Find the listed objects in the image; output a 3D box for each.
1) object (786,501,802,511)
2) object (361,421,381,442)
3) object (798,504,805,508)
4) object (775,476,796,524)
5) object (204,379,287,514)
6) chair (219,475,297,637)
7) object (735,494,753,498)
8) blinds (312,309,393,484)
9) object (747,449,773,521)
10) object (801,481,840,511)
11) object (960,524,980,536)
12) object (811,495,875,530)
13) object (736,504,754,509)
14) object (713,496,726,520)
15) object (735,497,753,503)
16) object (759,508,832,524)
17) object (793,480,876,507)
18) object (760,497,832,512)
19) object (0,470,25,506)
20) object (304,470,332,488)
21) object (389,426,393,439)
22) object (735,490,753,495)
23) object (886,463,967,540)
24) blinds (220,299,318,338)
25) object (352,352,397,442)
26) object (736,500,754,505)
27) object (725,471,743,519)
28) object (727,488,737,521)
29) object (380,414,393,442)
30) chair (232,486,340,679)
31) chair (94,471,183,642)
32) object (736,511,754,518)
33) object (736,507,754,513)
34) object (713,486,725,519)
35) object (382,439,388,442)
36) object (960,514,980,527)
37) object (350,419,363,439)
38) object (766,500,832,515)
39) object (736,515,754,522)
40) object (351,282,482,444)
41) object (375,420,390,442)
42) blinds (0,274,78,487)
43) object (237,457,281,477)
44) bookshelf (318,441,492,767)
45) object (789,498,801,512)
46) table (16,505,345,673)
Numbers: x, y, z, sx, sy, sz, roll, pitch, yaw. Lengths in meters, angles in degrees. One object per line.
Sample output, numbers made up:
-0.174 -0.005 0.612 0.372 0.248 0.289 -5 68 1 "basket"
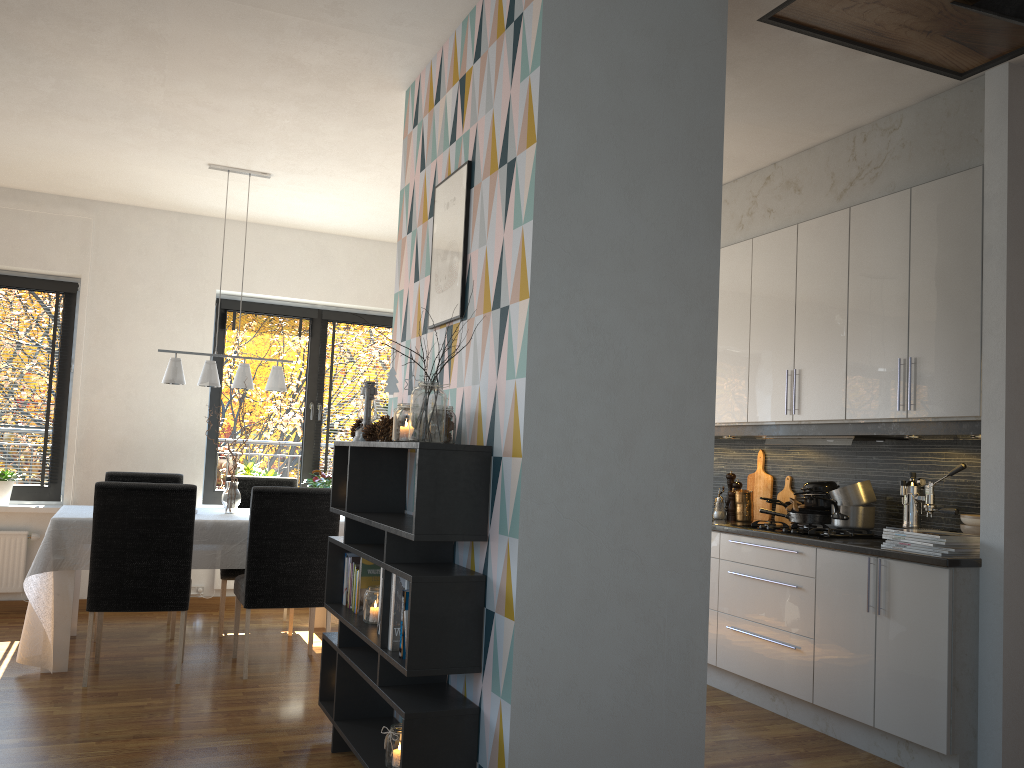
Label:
1.452 0.633 4.614 0.064 0.044 0.335 0 -5 28 "object"
-0.532 0.184 3.380 0.082 0.084 0.082 3 -4 -9 "object"
1.504 0.639 4.612 0.065 0.021 0.336 1 -5 25 "object"
1.557 0.657 5.031 0.043 0.273 0.146 4 -4 -23 "object"
-1.606 0.367 5.183 0.615 0.784 0.403 -1 -5 41 "object"
-1.617 1.080 5.674 0.462 0.959 0.545 4 -4 -18 "chair"
1.317 0.646 5.036 0.100 0.036 0.100 2 -5 5 "object"
-1.177 0.158 6.958 0.711 1.421 0.049 4 -4 -23 "blinds"
1.470 0.597 5.260 0.029 0.419 0.219 4 -4 -23 "object"
1.603 0.580 4.605 0.190 0.159 0.197 1 -5 23 "object"
1.999 0.616 3.700 0.230 0.042 0.231 1 -5 21 "object"
1.620 0.623 4.297 0.348 0.154 0.200 7 -6 -44 "object"
1.320 0.702 5.031 0.100 0.043 0.099 6 -6 -36 "object"
1.194 0.712 5.097 0.069 0.135 0.069 -1 -5 41 "object"
1.317 0.662 5.034 0.100 0.036 0.100 5 -5 -30 "object"
1.513 0.695 4.676 0.351 0.061 0.232 -1 -6 40 "object"
1.613 0.553 4.403 0.371 0.168 0.203 -1 -6 39 "object"
1.512 0.643 4.639 0.356 0.080 0.246 4 -5 -21 "object"
-3.370 0.678 5.840 0.267 0.237 0.283 7 -6 -41 "object"
-1.395 0.799 6.626 0.371 0.308 0.380 -1 -6 41 "object"
-0.398 0.174 3.203 0.091 0.086 0.106 3 -4 -9 "object"
1.318 0.625 5.035 0.100 0.047 0.100 5 -5 -28 "object"
1.864 0.533 3.950 0.206 0.369 0.353 4 -5 -23 "object"
-1.833 -0.492 6.702 0.711 0.229 0.049 5 -4 -23 "blinds"
-0.561 0.049 3.630 0.163 0.383 0.154 3 -4 -7 "object"
1.320 0.681 5.034 0.101 0.057 0.099 4 -5 -12 "object"
1.297 0.651 5.187 0.061 0.282 0.123 4 -4 -23 "object"
1.270 0.692 5.100 0.058 0.184 0.058 2 -4 9 "object"
-0.437 0.167 3.286 0.108 0.108 0.094 0 -5 34 "object"
-1.223 1.025 4.772 0.462 0.959 0.545 4 -4 -23 "chair"
-2.262 1.027 5.395 0.462 0.959 0.545 4 -4 -23 "chair"
1.318 0.740 5.023 0.099 0.048 0.100 3 -5 -5 "object"
1.318 0.723 5.027 0.099 0.051 0.099 6 -6 -37 "object"
1.214 0.690 5.162 0.058 0.192 0.080 6 -5 -39 "object"
-0.481 0.191 3.429 0.098 0.084 0.078 5 -5 -23 "object"
2.001 0.575 3.703 0.230 0.042 0.231 1 -5 21 "object"
-0.635 0.189 3.698 0.078 0.101 0.086 3 -4 -9 "object"
1.505 0.657 4.650 0.347 0.082 0.243 2 -5 13 "object"
1.318 0.762 5.021 0.100 0.036 0.100 2 -5 9 "object"
-0.304 -0.071 2.863 0.426 0.521 0.298 5 -5 -27 "object"
-0.461 0.177 3.354 0.114 0.101 0.110 6 -6 -41 "object"
-3.386 -0.023 6.000 0.711 1.421 0.049 4 -4 -23 "blinds"
-1.847 0.726 6.462 0.333 0.384 0.300 3 -4 -8 "object"
-0.437 0.816 3.225 0.237 1.199 1.190 4 -5 -23 "bookshelf"
1.467 0.626 4.609 0.059 0.061 0.334 1 -5 19 "object"
-1.751 1.128 5.115 1.857 0.762 1.236 5 -5 -23 "table"
